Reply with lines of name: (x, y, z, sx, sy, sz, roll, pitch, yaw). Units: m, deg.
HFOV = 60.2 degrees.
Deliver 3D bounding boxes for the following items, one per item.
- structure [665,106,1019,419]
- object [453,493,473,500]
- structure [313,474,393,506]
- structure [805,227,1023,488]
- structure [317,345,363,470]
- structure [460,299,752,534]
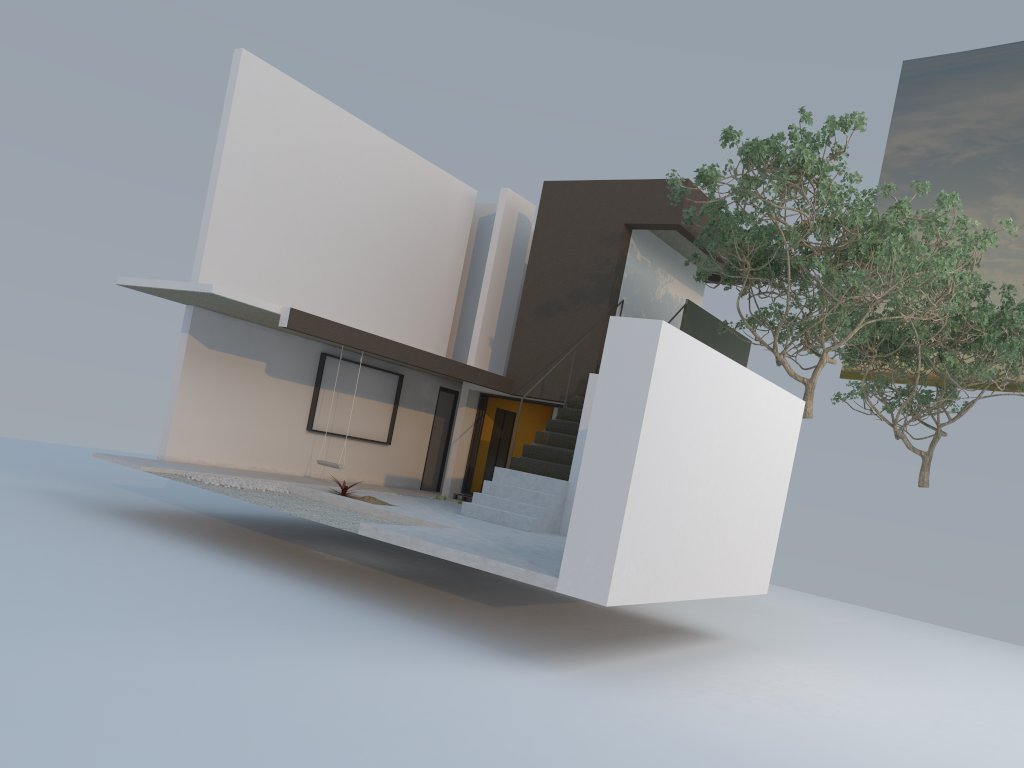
structure: (4.364, -1.357, 12.451, 4.316, 3.702, 5.777, 10, -3, 14)
object: (-0.699, 2.130, 16.190, 0.698, 0.101, 0.353, 8, -5, 34)
structure: (-2.045, 1.431, 11.641, 1.194, 0.292, 0.753, 8, -5, 34)
structure: (8.483, -0.271, 17.592, 5.486, 4.705, 7.342, 10, -3, 14)
structure: (-2.462, 0.288, 12.811, 0.458, 1.869, 0.130, 11, 1, 34)
structure: (1.934, 0.487, 14.486, 1.148, 3.948, 6.609, 11, -2, 35)
